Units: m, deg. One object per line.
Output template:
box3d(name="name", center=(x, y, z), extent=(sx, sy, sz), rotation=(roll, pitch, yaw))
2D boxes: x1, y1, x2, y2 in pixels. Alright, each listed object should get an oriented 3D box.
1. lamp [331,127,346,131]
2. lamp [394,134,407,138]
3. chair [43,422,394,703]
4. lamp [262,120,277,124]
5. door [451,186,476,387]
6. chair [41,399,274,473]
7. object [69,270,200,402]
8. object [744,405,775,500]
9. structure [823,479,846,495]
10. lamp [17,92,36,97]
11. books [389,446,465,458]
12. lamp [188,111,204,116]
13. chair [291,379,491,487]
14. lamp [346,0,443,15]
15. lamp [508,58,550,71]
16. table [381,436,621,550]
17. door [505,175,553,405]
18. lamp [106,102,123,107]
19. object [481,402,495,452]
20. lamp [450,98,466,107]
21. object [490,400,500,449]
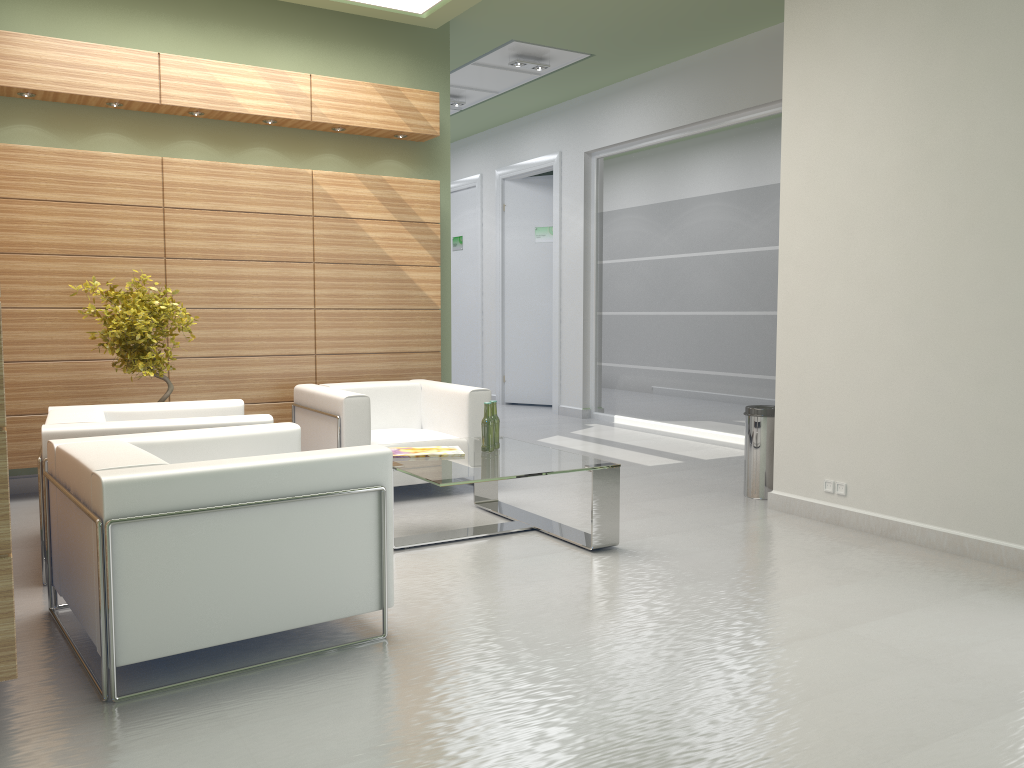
box3d(name="lamp", center=(-2.281, -3.373, 11.652), extent=(0.181, 0.074, 0.181), rotation=(2, 5, 20))
box3d(name="lamp", center=(-1.520, -3.408, 12.104), extent=(0.181, 0.074, 0.181), rotation=(-3, 6, -36))
box3d(name="chair", center=(-1.994, 1.006, 5.970), extent=(1.802, 1.234, 1.894), rotation=(-3, 6, -36))
box3d(name="lamp", center=(-3.057, -3.337, 11.191), extent=(0.181, 0.074, 0.181), rotation=(-3, 6, -36))
box3d(name="door", center=(-1.382, -2.262, 22.242), extent=(0.250, 5.083, 2.089), rotation=(-3, 5, -31))
box3d(name="chair", center=(-3.170, 0.849, 7.969), extent=(1.769, 1.234, 1.894), rotation=(-2, 5, -26))
box3d(name="object", center=(-3.970, 0.065, 9.337), extent=(1.116, 2.565, 1.201), rotation=(2, 5, 27))
box3d(name="object", center=(2.891, 0.774, 10.154), extent=(0.482, 1.027, 0.483), rotation=(3, 5, 30))
box3d(name="structure", center=(3.205, 1.024, 8.803), extent=(0.017, 0.118, 0.262), rotation=(-3, 5, -31))
box3d(name="lamp", center=(-5.375, -3.229, 9.813), extent=(0.181, 0.074, 0.181), rotation=(-3, 6, -36))
box3d(name="books", center=(-0.859, 0.647, 8.431), extent=(0.762, 0.025, 0.508), rotation=(-1, 5, -11))
box3d(name="lamp", center=(-3.822, -3.301, 10.737), extent=(0.181, 0.074, 0.181), rotation=(2, 5, 20))
box3d(name="chair", center=(-1.456, 0.637, 10.661), extent=(1.894, 1.234, 1.802), rotation=(-3, 5, -31))
box3d(name="lamp", center=(-1.837, -4.690, 8.161), extent=(4.571, 0.325, 5.060), rotation=(-3, 5, -31))
box3d(name="lamp", center=(0.292, -5.414, 14.924), extent=(0.657, 0.159, 0.286), rotation=(-3, 5, -31))
box3d(name="table", center=(-0.364, 1.040, 8.347), extent=(1.783, 0.742, 2.197), rotation=(-3, 5, -31))
box3d(name="door", center=(0.762, -2.069, 19.796), extent=(2.089, 5.083, 0.134), rotation=(3, 5, 29))
box3d(name="lamp", center=(-4.603, -3.265, 10.272), extent=(0.181, 0.074, 0.181), rotation=(-3, 6, -36))
box3d(name="object", center=(-0.233, 0.414, 8.528), extent=(0.131, 0.475, 0.131), rotation=(2, 5, 24))
box3d(name="lamp", center=(-1.271, -5.619, 17.538), extent=(0.657, 0.159, 0.286), rotation=(-3, 5, -31))
box3d(name="object", center=(-0.184, 0.400, 8.697), extent=(0.131, 0.475, 0.131), rotation=(2, 5, 24))
